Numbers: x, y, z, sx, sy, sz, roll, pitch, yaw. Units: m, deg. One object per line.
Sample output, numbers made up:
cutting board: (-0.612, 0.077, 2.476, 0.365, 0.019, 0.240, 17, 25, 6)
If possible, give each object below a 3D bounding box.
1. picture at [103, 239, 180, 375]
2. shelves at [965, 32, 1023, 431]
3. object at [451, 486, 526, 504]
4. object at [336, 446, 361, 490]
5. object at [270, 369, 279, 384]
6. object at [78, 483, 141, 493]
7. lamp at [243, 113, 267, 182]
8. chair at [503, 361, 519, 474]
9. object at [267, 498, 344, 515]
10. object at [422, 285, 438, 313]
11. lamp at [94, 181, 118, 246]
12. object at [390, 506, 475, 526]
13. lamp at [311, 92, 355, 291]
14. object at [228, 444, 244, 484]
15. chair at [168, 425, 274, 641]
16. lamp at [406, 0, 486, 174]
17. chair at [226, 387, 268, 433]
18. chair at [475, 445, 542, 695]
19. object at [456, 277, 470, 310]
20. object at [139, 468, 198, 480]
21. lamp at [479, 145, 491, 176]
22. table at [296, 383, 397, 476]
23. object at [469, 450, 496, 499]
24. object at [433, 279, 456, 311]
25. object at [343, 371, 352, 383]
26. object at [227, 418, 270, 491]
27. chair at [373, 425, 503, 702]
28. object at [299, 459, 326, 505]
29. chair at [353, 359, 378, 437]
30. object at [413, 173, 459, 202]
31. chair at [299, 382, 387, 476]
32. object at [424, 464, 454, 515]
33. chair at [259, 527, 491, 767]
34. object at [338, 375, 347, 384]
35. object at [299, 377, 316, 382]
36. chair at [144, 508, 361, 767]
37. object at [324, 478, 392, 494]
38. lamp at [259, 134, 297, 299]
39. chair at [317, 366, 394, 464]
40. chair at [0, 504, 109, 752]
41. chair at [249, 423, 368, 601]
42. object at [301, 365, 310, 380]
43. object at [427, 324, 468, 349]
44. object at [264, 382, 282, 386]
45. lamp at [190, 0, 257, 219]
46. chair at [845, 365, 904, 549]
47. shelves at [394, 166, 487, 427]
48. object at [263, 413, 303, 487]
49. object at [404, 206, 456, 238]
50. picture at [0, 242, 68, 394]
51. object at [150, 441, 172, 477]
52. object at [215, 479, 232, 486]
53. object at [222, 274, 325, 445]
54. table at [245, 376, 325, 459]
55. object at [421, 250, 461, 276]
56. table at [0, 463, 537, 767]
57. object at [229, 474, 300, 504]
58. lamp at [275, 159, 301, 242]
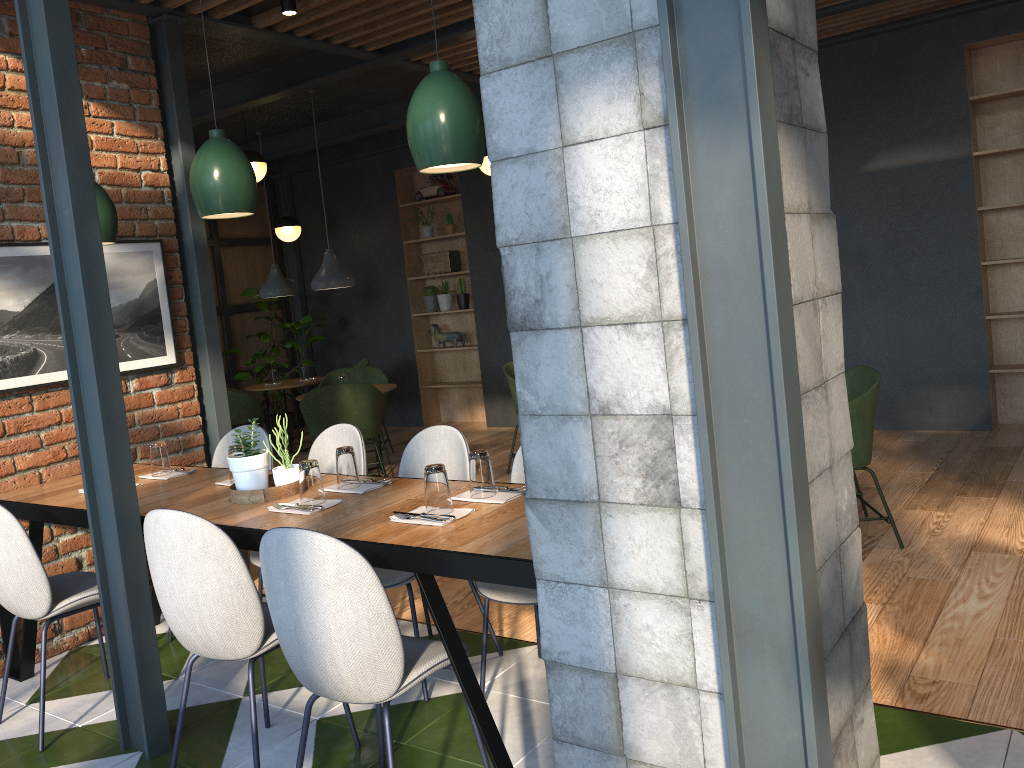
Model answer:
picture: (-1.822, -0.371, 4.229, 0.015, 0.629, 0.432, -4, 5, 36)
shelves: (3.685, -1.030, 6.062, 0.835, 2.698, 0.286, -3, 5, 36)
object: (-0.057, 0.335, 2.722, 0.242, 0.019, 0.158, -2, 8, 36)
object: (-0.569, 0.287, 3.053, 0.080, 0.138, 0.080, -6, 4, -1)
object: (-2.300, -0.073, 8.573, 0.080, 0.138, 0.080, -5, 5, 13)
object: (-1.615, 0.412, 3.542, 0.242, 0.019, 0.158, -2, 8, 34)
lamp: (-2.325, -3.511, 7.100, 0.268, 3.782, 0.269, -5, 4, 15)
chair: (0.282, 0.218, 6.666, 0.514, 0.816, 0.641, -3, 6, 36)
object: (-0.674, 0.387, 2.861, 0.242, 0.019, 0.158, -2, 8, 36)
object: (-0.850, -0.901, 9.297, 0.190, 0.294, 0.173, -5, 5, 10)
lamp: (-1.829, -1.568, 3.559, 0.223, 2.015, 0.225, -3, 5, 39)
object: (-0.240, 0.373, 2.562, 0.242, 0.019, 0.158, -2, 8, 36)
lamp: (-1.671, -2.985, 6.952, 0.353, 4.476, 0.353, -8, 4, -19)
object: (-1.040, 0.302, 3.370, 0.080, 0.138, 0.080, -6, 4, 9)
chair: (-1.288, 0.663, 3.958, 0.417, 0.885, 0.510, -4, 5, 32)
lamp: (-0.284, -1.611, 2.452, 0.223, 2.015, 0.225, -3, 5, 39)
chair: (-2.606, 0.332, 8.441, 0.516, 0.816, 0.639, -8, 5, -22)
chair: (0.122, 0.616, 3.020, 0.417, 0.885, 0.510, -4, 5, 32)
object: (-0.505, -0.933, 9.003, 0.144, 0.349, 0.143, -9, 5, -37)
object: (-1.436, 0.373, 3.717, 0.242, 0.019, 0.158, -2, 8, 36)
lamp: (-0.351, -3.640, 7.388, 0.268, 3.782, 0.269, -6, 4, 8)
table: (-1.300, 0.398, 7.186, 0.808, 0.685, 0.809, -7, 5, -13)
object: (-0.095, 0.274, 2.711, 0.080, 0.138, 0.080, -9, 5, -31)
object: (-0.699, -0.917, 9.141, 0.232, 0.328, 0.214, -2, 6, 41)
object: (-1.356, -0.031, 7.300, 0.080, 0.138, 0.080, -8, 5, -17)
object: (-0.924, 0.255, 3.106, 0.145, 0.275, 0.146, -5, 5, 17)
chair: (-0.368, 0.635, 3.320, 0.418, 0.885, 0.510, -2, 6, 42)
object: (-0.651, 0.317, 2.864, 0.080, 0.138, 0.080, -9, 5, -31)
chair: (-1.638, 0.188, 8.773, 0.516, 0.816, 0.640, -8, 5, -17)
object: (-0.791, -2.033, 9.079, 0.516, 0.284, 0.205, -2, 6, 36)
chair: (-1.253, 0.383, 6.692, 0.639, 0.816, 0.516, -7, 5, -9)
object: (-0.217, 0.304, 2.564, 0.080, 0.138, 0.080, -6, 4, -1)
chair: (-0.363, 0.746, 2.348, 0.417, 0.885, 0.510, -4, 5, 32)
object: (-1.341, 0.000, 7.013, 0.080, 0.138, 0.080, -8, 5, -17)
object: (-1.987, -0.046, 8.623, 0.157, 0.019, 0.243, -7, 7, -9)
chair: (-0.807, 0.752, 2.713, 0.417, 0.885, 0.510, -4, 5, 32)
object: (-0.532, 0.348, 3.064, 0.242, 0.019, 0.158, -2, 8, 36)
lamp: (-2.496, -3.060, 8.401, 0.353, 4.476, 0.353, -8, 4, -19)
chair: (-1.358, 0.278, 7.717, 0.639, 0.816, 0.516, -7, 5, -4)
chair: (-1.660, 0.782, 3.273, 0.418, 0.885, 0.510, -2, 6, 42)
chair: (-0.821, 0.645, 3.672, 0.418, 0.885, 0.510, -2, 6, 42)
object: (-2.021, -0.111, 8.635, 0.080, 0.138, 0.080, -2, 6, 43)
object: (-0.671, -0.506, 9.196, 0.521, 0.257, 0.151, -2, 6, 35)
object: (-2.317, -0.006, 8.585, 0.157, 0.019, 0.243, -7, 7, -9)
lamp: (-1.106, -1.588, 3.041, 0.223, 2.015, 0.225, -3, 5, 39)
chair: (1.533, 0.346, 4.342, 0.515, 0.816, 0.641, -6, 5, 6)
shelves: (-0.656, -0.910, 9.173, 0.835, 2.698, 0.286, -3, 5, 36)
object: (-0.798, 0.240, 3.094, 0.127, 0.281, 0.116, -4, 5, 31)
object: (-0.834, -1.673, 9.119, 0.536, 0.328, 0.175, -5, 5, 15)
picture: (-2.097, -0.296, 3.839, 0.015, 0.629, 0.432, -4, 5, 36)
object: (-1.474, 0.311, 3.707, 0.080, 0.138, 0.080, -6, 4, 9)
object: (-1.002, 0.363, 3.381, 0.242, 0.019, 0.158, -2, 8, 36)
object: (-2.437, -0.283, 9.360, 1.061, 1.789, 0.721, -11, 6, -44)
table: (-2.137, 0.328, 8.607, 0.806, 0.685, 0.811, -2, 7, 36)
object: (-0.733, -1.258, 9.172, 0.340, 0.240, 0.200, -3, 6, 31)
table: (-0.842, 0.769, 3.133, 2.769, 0.763, 0.661, -2, 7, 36)
object: (-0.857, 0.365, 3.110, 0.253, 0.046, 0.252, -5, 6, 9)
lamp: (-2.536, -3.364, 9.163, 0.268, 3.782, 0.269, -7, 4, -11)
